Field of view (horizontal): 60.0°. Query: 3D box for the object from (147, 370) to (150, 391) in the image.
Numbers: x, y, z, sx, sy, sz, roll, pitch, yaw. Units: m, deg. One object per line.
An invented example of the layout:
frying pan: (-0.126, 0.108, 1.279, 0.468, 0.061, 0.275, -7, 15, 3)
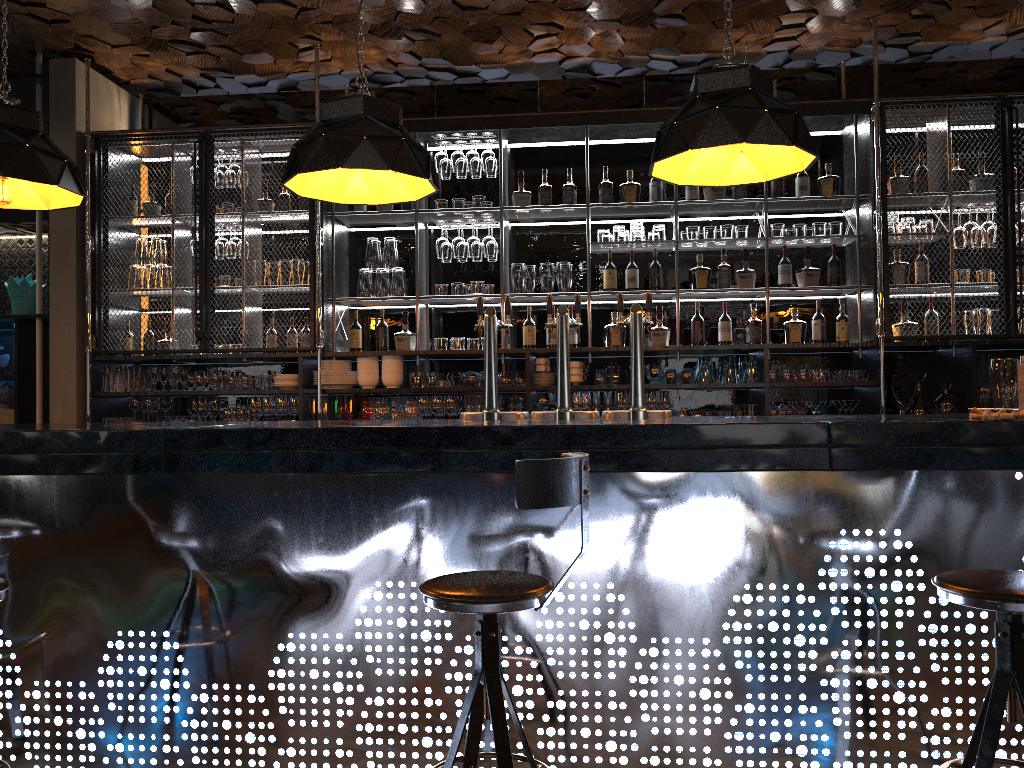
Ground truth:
object: (-2.556, -0.019, 6.187, 0.051, 0.152, 0.058, -1, -1, 29)

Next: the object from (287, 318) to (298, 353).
object: (-1.511, -0.326, 6.103, 0.075, 0.260, 0.075, 0, -1, -36)

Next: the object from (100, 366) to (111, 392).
object: (-2.735, -0.033, 5.972, 0.067, 0.174, 0.067, -1, -1, 14)

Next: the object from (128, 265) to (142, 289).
object: (-2.627, -0.735, 6.180, 0.092, 0.182, 0.092, -1, -1, 0)

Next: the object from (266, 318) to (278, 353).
object: (-1.650, -0.323, 6.094, 0.075, 0.261, 0.075, 0, -1, -36)

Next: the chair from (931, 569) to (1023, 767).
chair: (1.186, 0.707, 2.048, 0.476, 1.108, 0.419, -1, -1, 20)

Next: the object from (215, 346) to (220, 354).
object: (-2.084, -0.225, 6.222, 0.077, 0.080, 0.077, -2, -2, 45)

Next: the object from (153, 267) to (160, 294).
object: (-2.521, -0.734, 6.267, 0.092, 0.182, 0.092, -1, -1, 0)

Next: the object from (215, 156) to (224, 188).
object: (-2.055, -1.484, 6.214, 0.081, 0.213, 0.081, -1, -1, 11)

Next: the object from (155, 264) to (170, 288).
object: (-2.424, -0.738, 6.151, 0.092, 0.182, 0.092, -1, -1, 0)

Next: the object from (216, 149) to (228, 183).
object: (-1.982, -1.488, 6.063, 0.081, 0.213, 0.081, -1, -1, 11)

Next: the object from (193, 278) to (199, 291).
object: (-2.168, -0.690, 6.148, 0.077, 0.080, 0.077, -1, -1, 17)

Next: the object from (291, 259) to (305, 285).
object: (-1.456, -0.753, 6.027, 0.092, 0.182, 0.092, -1, -1, 0)

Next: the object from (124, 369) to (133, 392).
object: (-2.574, -0.024, 5.950, 0.051, 0.152, 0.058, -1, -1, 10)

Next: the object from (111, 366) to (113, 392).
object: (-2.725, -0.031, 6.047, 0.067, 0.174, 0.067, 0, -2, -44)

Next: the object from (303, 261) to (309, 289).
object: (-1.437, -0.751, 6.120, 0.092, 0.182, 0.092, -1, -1, 0)

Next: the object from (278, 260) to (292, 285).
object: (-1.548, -0.751, 6.057, 0.092, 0.182, 0.092, -1, -1, 0)

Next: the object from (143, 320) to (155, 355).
object: (-2.517, -0.312, 6.148, 0.075, 0.260, 0.075, -2, -2, 39)

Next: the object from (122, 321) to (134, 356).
object: (-2.681, -0.308, 6.191, 0.075, 0.261, 0.075, 0, -1, -36)

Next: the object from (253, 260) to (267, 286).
object: (-1.717, -0.749, 6.049, 0.092, 0.182, 0.092, -1, -1, 0)

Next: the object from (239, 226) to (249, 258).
object: (-1.873, -0.986, 6.187, 0.081, 0.213, 0.081, -1, -1, 11)

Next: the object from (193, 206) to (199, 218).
object: (-2.170, -1.187, 6.154, 0.077, 0.080, 0.077, -1, -1, -4)

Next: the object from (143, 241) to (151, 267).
object: (-2.575, -0.916, 6.277, 0.092, 0.182, 0.092, -1, -1, 0)

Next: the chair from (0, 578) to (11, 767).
chair: (-1.424, 0.741, 2.143, 0.476, 1.108, 0.419, -1, -1, 5)

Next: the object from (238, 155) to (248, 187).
object: (-1.879, -1.486, 6.197, 0.081, 0.213, 0.081, -1, -1, 11)

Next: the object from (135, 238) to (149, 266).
object: (-2.579, -0.918, 6.179, 0.092, 0.182, 0.092, -1, -1, 0)

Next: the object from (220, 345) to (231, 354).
object: (-1.978, -0.228, 6.138, 0.077, 0.080, 0.077, 0, -1, -29)

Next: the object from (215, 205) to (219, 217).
object: (-2.067, -1.189, 6.124, 0.077, 0.080, 0.077, -2, -2, 41)

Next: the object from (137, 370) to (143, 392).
object: (-2.554, -0.022, 6.069, 0.058, 0.152, 0.051, 0, -1, -33)

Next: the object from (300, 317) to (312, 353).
object: (-1.410, -0.327, 6.073, 0.075, 0.260, 0.075, 0, -1, -36)

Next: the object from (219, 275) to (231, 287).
object: (-1.952, -0.695, 6.036, 0.077, 0.080, 0.077, -1, -1, 1)

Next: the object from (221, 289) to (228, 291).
object: (-2.001, -0.691, 6.192, 0.077, 0.080, 0.077, 0, -1, -30)

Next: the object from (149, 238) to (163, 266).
object: (-2.477, -0.919, 6.177, 0.092, 0.182, 0.092, -1, -1, 0)

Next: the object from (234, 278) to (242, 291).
object: (-1.897, -0.693, 6.189, 0.077, 0.080, 0.077, -1, -1, 1)

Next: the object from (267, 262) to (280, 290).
object: (-1.652, -0.748, 6.143, 0.092, 0.182, 0.092, -1, -1, 0)

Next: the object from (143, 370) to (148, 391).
object: (-2.546, -0.021, 6.127, 0.051, 0.152, 0.058, -1, -1, 32)

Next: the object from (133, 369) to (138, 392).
object: (-2.564, -0.023, 6.008, 0.058, 0.152, 0.051, -1, -1, 9)

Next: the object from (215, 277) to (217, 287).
object: (-2.071, -0.692, 6.100, 0.077, 0.080, 0.077, 0, -1, -16)

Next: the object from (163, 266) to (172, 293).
object: (-2.427, -0.736, 6.249, 0.092, 0.182, 0.092, -1, -1, 0)

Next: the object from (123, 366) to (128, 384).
object: (-2.655, -0.032, 6.053, 0.067, 0.174, 0.067, -1, -1, 31)

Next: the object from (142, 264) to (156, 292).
object: (-2.523, -0.736, 6.171, 0.092, 0.182, 0.092, -1, -1, 0)

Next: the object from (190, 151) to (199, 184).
object: (-2.164, -1.485, 6.080, 0.081, 0.213, 0.081, -1, -1, 11)

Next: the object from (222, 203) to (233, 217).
object: (-1.946, -1.191, 6.068, 0.077, 0.080, 0.077, -2, -2, 41)

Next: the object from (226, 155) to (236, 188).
object: (-1.969, -1.485, 6.206, 0.081, 0.213, 0.081, -1, -1, 11)

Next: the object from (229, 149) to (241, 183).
object: (-1.892, -1.489, 6.054, 0.081, 0.213, 0.081, -1, -1, 11)

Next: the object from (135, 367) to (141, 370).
object: (-2.641, -0.029, 6.230, 0.067, 0.174, 0.067, 0, -2, -45)

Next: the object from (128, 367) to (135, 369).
object: (-2.649, -0.030, 6.144, 0.067, 0.174, 0.067, 0, -1, -34)

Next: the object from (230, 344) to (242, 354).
object: (-1.891, -0.230, 6.074, 0.077, 0.080, 0.077, -1, -1, -6)

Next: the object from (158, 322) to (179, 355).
object: (-2.379, -0.304, 6.145, 0.108, 0.244, 0.108, -1, -1, 19)

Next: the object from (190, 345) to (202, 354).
object: (-2.166, -0.227, 6.081, 0.077, 0.080, 0.077, -2, -2, 45)

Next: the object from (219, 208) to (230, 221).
object: (-2.014, -1.187, 6.226, 0.077, 0.080, 0.077, 0, -1, -29)

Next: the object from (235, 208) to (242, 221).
object: (-1.904, -1.189, 6.226, 0.077, 0.080, 0.077, -2, -2, 41)

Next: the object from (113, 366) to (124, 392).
object: (-2.654, -0.034, 5.976, 0.067, 0.174, 0.067, -2, -2, 44)

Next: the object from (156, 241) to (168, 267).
object: (-2.474, -0.917, 6.257, 0.092, 0.182, 0.092, -1, -1, 0)

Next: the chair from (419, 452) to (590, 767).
chair: (-0.030, 0.724, 2.113, 0.476, 1.108, 0.419, -1, -1, 20)

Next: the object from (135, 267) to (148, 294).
object: (-2.627, -0.733, 6.283, 0.092, 0.182, 0.092, -1, -1, 0)
